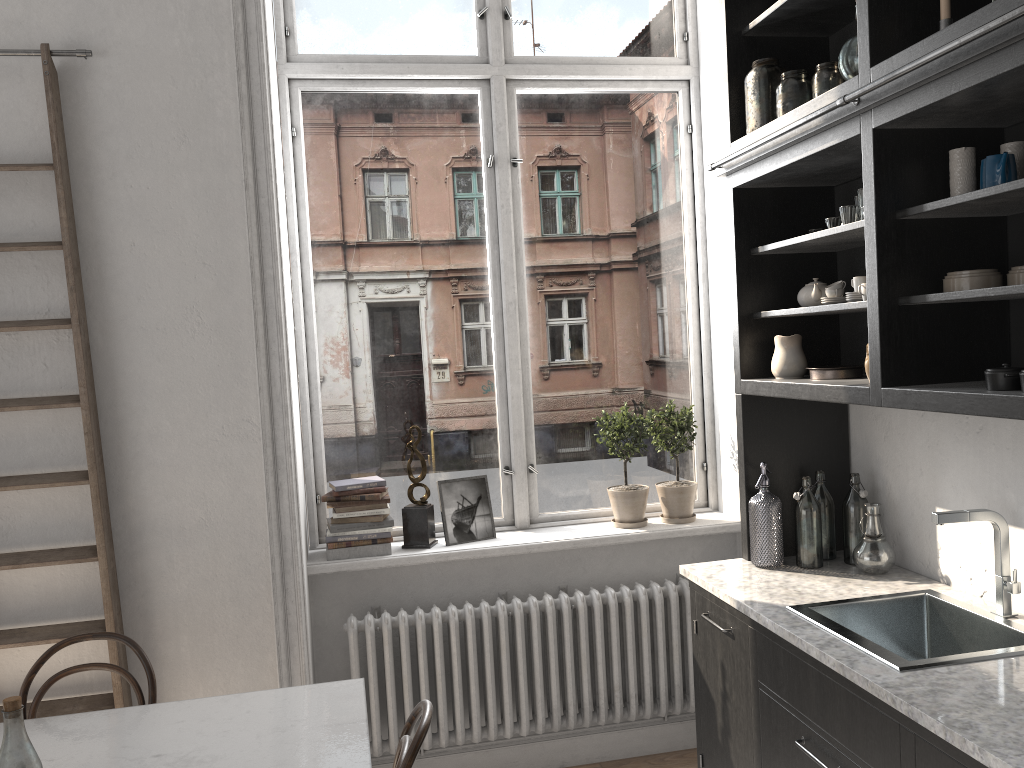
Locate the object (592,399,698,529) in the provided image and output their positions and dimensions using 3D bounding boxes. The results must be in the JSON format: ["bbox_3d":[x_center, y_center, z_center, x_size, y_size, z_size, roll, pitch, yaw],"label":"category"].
[{"bbox_3d":[0.579,0.331,3.758,0.500,0.524,0.234,-4,3,-22],"label":"object"}]

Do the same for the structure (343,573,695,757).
[{"bbox_3d":[0.104,1.102,3.527,1.577,0.552,0.194,-4,3,-11],"label":"structure"}]

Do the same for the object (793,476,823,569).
[{"bbox_3d":[0.985,0.457,2.951,0.086,0.301,0.086,-5,3,-25],"label":"object"}]

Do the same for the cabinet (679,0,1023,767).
[{"bbox_3d":[1.154,-0.184,1.523,0.635,3.584,3.249,-4,3,-11],"label":"cabinet"}]

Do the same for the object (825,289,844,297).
[{"bbox_3d":[1.009,-0.278,2.772,0.058,0.033,0.055,-5,3,-36],"label":"object"}]

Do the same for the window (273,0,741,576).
[{"bbox_3d":[5.304,-5.655,7.679,14.383,15.942,26.390,-4,3,-11],"label":"window"}]

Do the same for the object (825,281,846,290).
[{"bbox_3d":[1.008,-0.298,2.770,0.055,0.047,0.058,-3,3,4],"label":"object"}]

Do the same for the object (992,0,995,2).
[{"bbox_3d":[1.023,-0.893,1.884,0.083,0.221,0.083,-2,3,20],"label":"object"}]

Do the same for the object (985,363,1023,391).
[{"bbox_3d":[1.098,-0.017,1.967,0.088,0.059,0.104,-4,3,-22],"label":"object"}]

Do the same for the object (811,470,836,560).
[{"bbox_3d":[1.064,0.448,3.047,0.086,0.301,0.086,-3,3,3],"label":"object"}]

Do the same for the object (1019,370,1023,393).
[{"bbox_3d":[1.113,-0.013,1.855,0.088,0.059,0.104,-5,3,-32],"label":"object"}]

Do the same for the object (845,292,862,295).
[{"bbox_3d":[1.030,-0.265,2.620,0.085,0.016,0.085,-2,3,30],"label":"object"}]

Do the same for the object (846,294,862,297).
[{"bbox_3d":[1.031,-0.259,2.619,0.085,0.016,0.085,-2,3,20],"label":"object"}]

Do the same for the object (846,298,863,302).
[{"bbox_3d":[1.032,-0.246,2.620,0.085,0.015,0.085,-4,3,-24],"label":"object"}]

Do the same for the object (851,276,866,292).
[{"bbox_3d":[1.029,-0.290,2.624,0.039,0.055,0.049,-3,3,9],"label":"object"}]

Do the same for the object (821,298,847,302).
[{"bbox_3d":[1.011,-0.257,2.772,0.085,0.015,0.085,-3,2,2],"label":"object"}]

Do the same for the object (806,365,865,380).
[{"bbox_3d":[1.023,-0.036,2.799,0.180,0.037,0.180,-4,3,-26],"label":"object"}]

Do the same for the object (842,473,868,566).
[{"bbox_3d":[1.147,0.448,2.955,0.086,0.301,0.086,-1,3,35],"label":"object"}]

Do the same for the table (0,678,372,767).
[{"bbox_3d":[-1.388,1.344,1.901,2.200,0.780,1.100,-4,3,-11],"label":"table"}]

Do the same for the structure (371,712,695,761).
[{"bbox_3d":[-1.784,-0.531,3.013,5.181,4.476,0.340,-4,3,-11],"label":"structure"}]

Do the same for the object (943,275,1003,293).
[{"bbox_3d":[-1.681,0.813,2.258,5.827,1.843,0.791,-3,3,-6],"label":"object"}]

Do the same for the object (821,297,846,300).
[{"bbox_3d":[1.010,-0.265,2.774,0.085,0.017,0.085,-4,3,-16],"label":"object"}]

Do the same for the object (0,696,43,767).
[{"bbox_3d":[-1.142,0.828,2.040,0.101,0.212,0.101,-2,3,28],"label":"object"}]

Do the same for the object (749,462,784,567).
[{"bbox_3d":[0.855,0.436,2.991,0.109,0.349,0.109,-5,3,-30],"label":"object"}]

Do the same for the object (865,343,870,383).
[{"bbox_3d":[1.005,-0.064,2.433,0.069,0.123,0.173,-2,3,21],"label":"object"}]

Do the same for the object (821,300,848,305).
[{"bbox_3d":[1.012,-0.251,2.772,0.085,0.015,0.085,-3,2,2],"label":"object"}]

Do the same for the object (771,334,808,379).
[{"bbox_3d":[0.921,-0.091,2.937,0.127,0.144,0.115,-5,3,-32],"label":"object"}]

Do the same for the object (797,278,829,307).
[{"bbox_3d":[1.006,-0.300,2.930,0.140,0.100,0.125,-5,3,-30],"label":"object"}]

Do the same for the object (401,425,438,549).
[{"bbox_3d":[-0.384,0.410,3.568,0.122,0.488,0.102,-2,3,13],"label":"object"}]

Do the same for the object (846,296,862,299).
[{"bbox_3d":[1.031,-0.252,2.620,0.085,0.015,0.085,-4,3,-24],"label":"object"}]

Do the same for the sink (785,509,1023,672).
[{"bbox_3d":[1.079,0.595,2.318,0.514,0.505,0.526,-4,3,-11],"label":"sink"}]

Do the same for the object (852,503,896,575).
[{"bbox_3d":[1.153,0.492,2.829,0.132,0.219,0.120,-4,3,-11],"label":"object"}]
